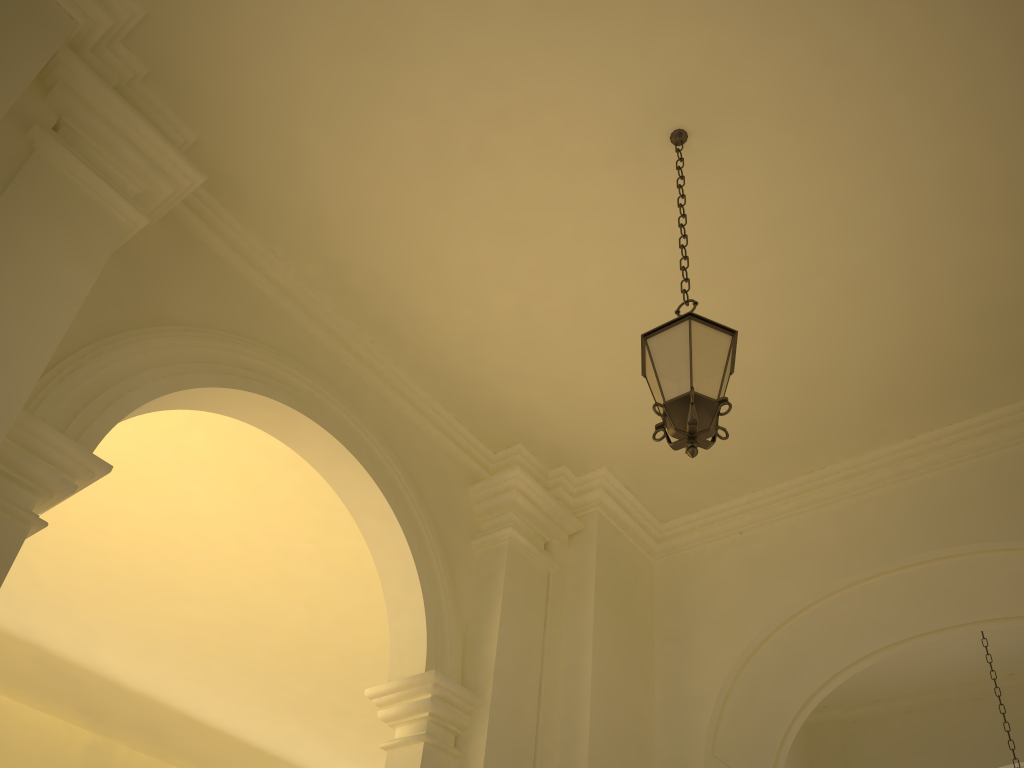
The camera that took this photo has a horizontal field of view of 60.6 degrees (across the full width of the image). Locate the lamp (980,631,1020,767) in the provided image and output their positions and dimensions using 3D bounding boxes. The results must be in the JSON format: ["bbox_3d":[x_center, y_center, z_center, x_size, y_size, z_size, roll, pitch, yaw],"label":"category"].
[{"bbox_3d":[4.759,3.629,8.237,0.442,3.062,0.551,-1,-40,9],"label":"lamp"}]

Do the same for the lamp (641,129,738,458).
[{"bbox_3d":[0.893,-0.587,4.534,0.516,2.374,0.472,19,-41,-14],"label":"lamp"}]
